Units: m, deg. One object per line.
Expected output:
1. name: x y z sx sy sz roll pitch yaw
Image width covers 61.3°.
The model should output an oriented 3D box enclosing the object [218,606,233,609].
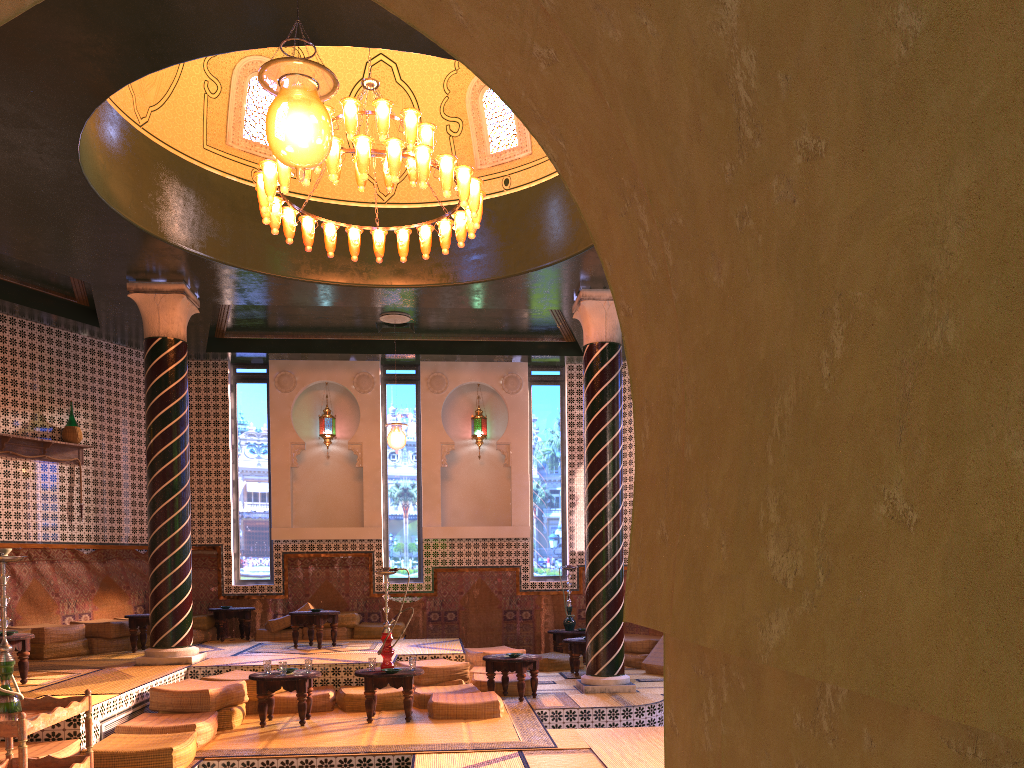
1. object: -5.255 4.102 15.842 0.251 0.045 0.255 -3 -12 10

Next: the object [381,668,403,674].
1. object: -1.417 3.392 10.195 0.253 0.045 0.253 -10 -15 39

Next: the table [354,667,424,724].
1. table: -1.476 3.758 10.425 0.843 0.588 0.848 6 -10 -40

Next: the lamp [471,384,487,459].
1. lamp: -0.653 0.722 17.121 0.361 1.570 0.323 0 1 28

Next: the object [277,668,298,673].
1. object: -2.687 3.437 10.342 0.253 0.045 0.253 -10 -15 39

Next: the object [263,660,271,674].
1. object: -2.902 3.361 10.243 0.092 0.163 0.092 -2 -3 42

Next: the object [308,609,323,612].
1. object: -3.254 3.763 14.334 0.251 0.045 0.255 -3 -12 10

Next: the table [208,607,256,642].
1. table: -5.182 4.454 15.996 0.839 0.588 0.852 -2 -8 13

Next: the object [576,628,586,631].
1. object: 1.332 4.650 16.316 0.251 0.045 0.255 -3 -12 10

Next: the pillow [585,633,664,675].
1. pillow: 3.167 4.325 14.534 1.410 1.191 5.832 4 -12 -35

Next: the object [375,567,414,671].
1. object: -1.432 2.830 10.397 0.463 1.258 0.300 -1 1 11

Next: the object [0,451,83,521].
1. object: -7.609 1.592 13.555 0.060 1.042 2.009 0 -8 25

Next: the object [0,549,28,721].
1. object: -3.647 1.786 6.070 0.463 1.259 0.298 -1 1 3

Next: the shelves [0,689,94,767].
1. shelves: -3.618 2.954 6.304 0.746 1.290 1.201 -1 -5 -4

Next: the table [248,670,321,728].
1. table: -2.690 3.739 10.263 0.838 0.588 0.853 1 -8 -14

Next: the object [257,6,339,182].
1. object: -1.057 -2.160 4.239 0.519 2.327 0.518 -1 1 -16

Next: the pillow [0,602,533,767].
1. pillow: -4.576 3.792 11.714 10.029 1.263 10.124 0 -12 -4

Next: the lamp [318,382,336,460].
1. lamp: -3.603 0.697 16.844 0.324 1.570 0.359 0 1 28

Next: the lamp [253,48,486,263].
1. lamp: -1.549 -4.033 9.364 2.470 4.622 2.482 -1 -2 3

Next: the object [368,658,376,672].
1. object: -1.679 3.376 10.380 0.092 0.163 0.092 -1 -2 -3

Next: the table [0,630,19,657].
1. table: -6.444 3.298 10.443 0.844 0.588 0.847 -6 -9 34

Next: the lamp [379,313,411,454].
1. lamp: -1.963 0.028 14.609 0.519 2.327 0.518 -1 1 -16

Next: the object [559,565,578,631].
1. object: 1.051 4.069 16.411 0.301 1.259 0.462 0 0 31

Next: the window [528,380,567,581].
1. window: 0.693 1.932 17.210 0.774 4.015 0.090 -1 1 -5

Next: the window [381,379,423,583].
1. window: -2.155 1.912 16.962 0.774 4.015 0.090 -1 1 -5

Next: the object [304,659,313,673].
1. object: -2.424 3.364 10.285 0.092 0.163 0.092 0 -2 -28

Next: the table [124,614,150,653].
1. table: -5.854 4.057 14.067 0.838 0.588 0.853 -1 -8 1

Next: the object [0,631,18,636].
1. object: -5.749 2.839 9.802 0.251 0.045 0.255 -3 -12 10

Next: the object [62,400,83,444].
1. object: -7.225 0.629 14.176 0.302 0.724 0.300 -1 -1 36

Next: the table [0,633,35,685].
1. table: -5.885 3.156 9.795 0.844 0.588 0.847 -6 -9 34

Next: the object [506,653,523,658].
1. object: 0.034 3.736 11.878 0.251 0.045 0.255 3 -12 -20

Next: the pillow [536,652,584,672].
1. pillow: 0.714 5.030 15.603 0.979 0.277 0.962 7 -13 -34

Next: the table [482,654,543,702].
1. table: 0.010 4.076 11.974 0.843 0.588 0.848 -5 -9 30

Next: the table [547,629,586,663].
1. table: 1.096 5.003 16.466 0.838 0.588 0.853 -1 -8 4

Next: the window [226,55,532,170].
1. window: -1.468 -4.063 9.500 5.780 1.160 5.574 -7 -13 30

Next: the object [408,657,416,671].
1. object: -1.201 3.379 10.422 0.092 0.163 0.092 0 -2 -28

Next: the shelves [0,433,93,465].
1. shelves: -8.049 0.770 12.441 0.256 0.340 4.550 -2 -11 25

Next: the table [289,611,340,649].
1. table: -3.275 4.084 14.343 0.838 0.588 0.853 -2 -8 7

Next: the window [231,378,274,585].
1. window: -5.002 1.892 16.714 0.774 4.015 0.090 -1 1 -5

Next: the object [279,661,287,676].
1. object: -2.670 3.320 10.064 0.092 0.163 0.092 0 -2 -28

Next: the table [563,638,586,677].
1. table: 1.274 4.599 14.533 0.843 0.588 0.848 6 -10 -40

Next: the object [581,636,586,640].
1. object: 1.280 4.262 14.468 0.251 0.045 0.255 -3 -12 10
